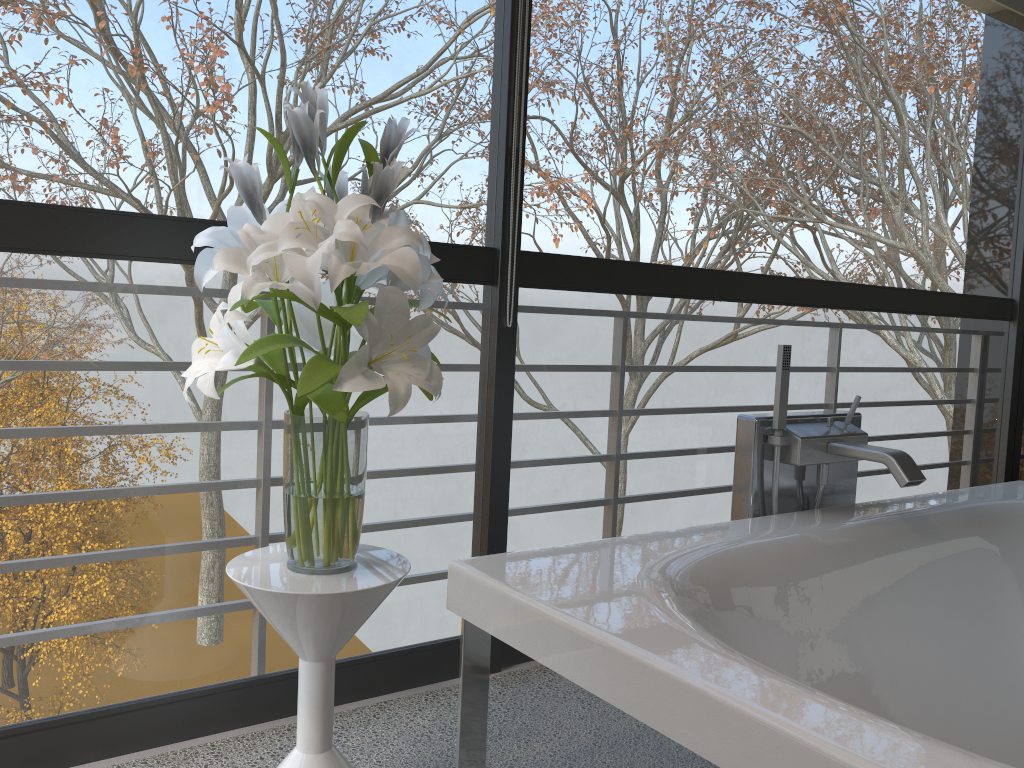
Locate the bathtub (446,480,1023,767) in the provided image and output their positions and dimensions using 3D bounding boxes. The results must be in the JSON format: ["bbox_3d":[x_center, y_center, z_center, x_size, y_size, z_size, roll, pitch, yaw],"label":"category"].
[{"bbox_3d":[1.060,0.599,1.525,1.958,0.504,1.328,0,5,-35],"label":"bathtub"}]

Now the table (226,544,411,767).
[{"bbox_3d":[-0.338,0.546,1.529,0.308,0.478,0.307,6,5,39],"label":"table"}]

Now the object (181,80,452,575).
[{"bbox_3d":[-0.316,-0.088,1.474,0.450,0.795,0.460,2,4,-8],"label":"object"}]

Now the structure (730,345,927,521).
[{"bbox_3d":[0.759,0.359,2.031,0.402,0.884,0.330,0,5,-35],"label":"structure"}]
